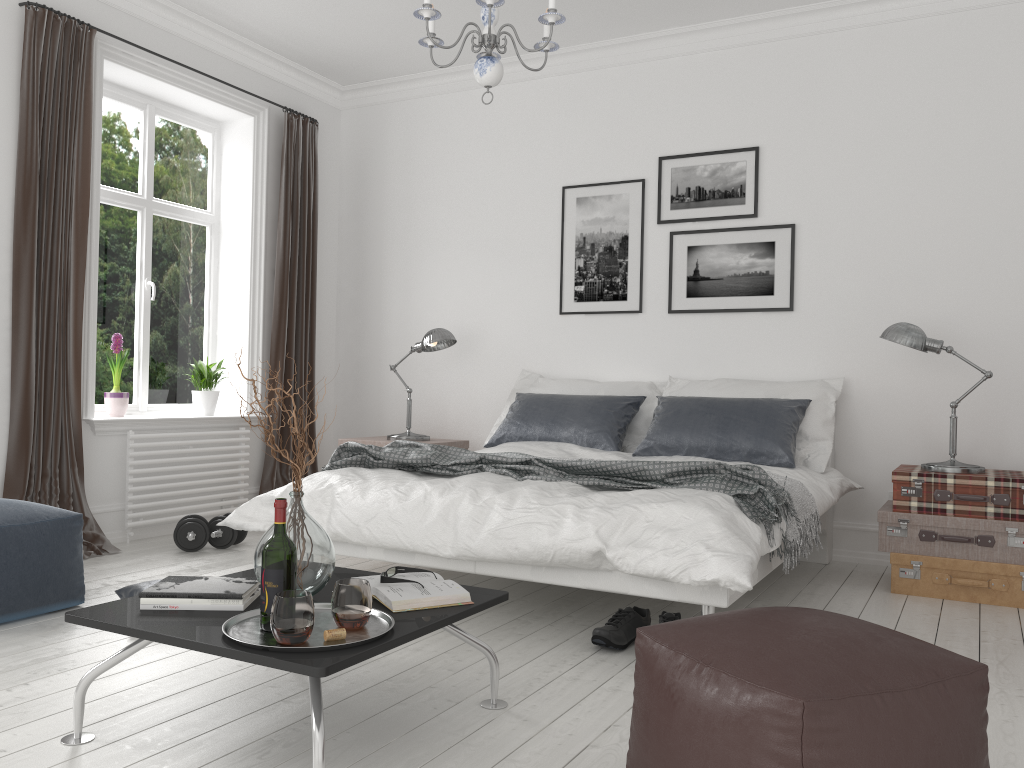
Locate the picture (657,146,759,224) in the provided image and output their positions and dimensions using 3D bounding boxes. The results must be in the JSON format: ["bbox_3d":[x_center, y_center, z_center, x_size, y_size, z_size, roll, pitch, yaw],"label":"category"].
[{"bbox_3d":[1.138,-1.153,5.180,0.592,0.403,0.015,1,0,28],"label":"picture"}]

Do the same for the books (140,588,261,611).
[{"bbox_3d":[-0.807,0.561,2.319,0.259,0.014,0.191,1,0,-3],"label":"books"}]

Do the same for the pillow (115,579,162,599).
[{"bbox_3d":[-1.259,0.808,3.333,0.391,0.121,0.381,2,0,-32],"label":"pillow"}]

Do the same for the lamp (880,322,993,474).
[{"bbox_3d":[1.984,0.056,4.173,0.488,0.699,0.269,1,0,28],"label":"lamp"}]

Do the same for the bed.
[{"bbox_3d":[0.341,0.457,4.179,2.217,0.926,2.473,1,0,28],"label":"bed"}]

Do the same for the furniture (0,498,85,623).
[{"bbox_3d":[-2.013,0.648,3.355,0.646,0.423,0.646,1,0,29],"label":"furniture"}]

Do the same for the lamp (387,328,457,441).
[{"bbox_3d":[-0.565,0.003,5.530,0.488,0.699,0.269,1,0,28],"label":"lamp"}]

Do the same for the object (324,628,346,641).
[{"bbox_3d":[-0.398,0.563,1.992,0.046,0.024,0.024,2,0,-32],"label":"object"}]

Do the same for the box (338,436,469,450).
[{"bbox_3d":[-0.686,0.443,5.587,0.647,0.185,0.537,1,0,28],"label":"box"}]

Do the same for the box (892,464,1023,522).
[{"bbox_3d":[2.127,0.500,4.101,0.647,0.185,0.537,1,0,28],"label":"box"}]

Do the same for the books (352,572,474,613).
[{"bbox_3d":[-0.285,0.561,2.445,0.231,0.040,0.342,2,0,-30],"label":"books"}]

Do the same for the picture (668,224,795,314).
[{"bbox_3d":[1.254,-0.655,5.109,0.720,0.486,0.015,1,0,28],"label":"picture"}]

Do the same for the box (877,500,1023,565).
[{"bbox_3d":[2.071,0.683,4.123,0.647,0.185,0.537,1,0,28],"label":"box"}]

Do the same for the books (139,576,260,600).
[{"bbox_3d":[-0.809,0.533,2.327,0.257,0.012,0.207,1,0,-1],"label":"books"}]

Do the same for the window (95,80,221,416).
[{"bbox_3d":[-2.203,-0.764,5.380,0.120,1.956,1.112,1,0,28],"label":"window"}]

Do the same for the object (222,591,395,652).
[{"bbox_3d":[-0.500,0.592,2.192,0.395,0.063,0.622,1,0,-13],"label":"object"}]

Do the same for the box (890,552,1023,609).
[{"bbox_3d":[2.117,0.868,4.095,0.647,0.185,0.537,1,0,28],"label":"box"}]

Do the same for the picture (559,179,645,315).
[{"bbox_3d":[0.552,-0.838,5.484,0.545,0.810,0.015,1,0,28],"label":"picture"}]

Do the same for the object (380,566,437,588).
[{"bbox_3d":[-0.288,0.531,2.443,0.135,0.030,0.141,1,0,13],"label":"object"}]

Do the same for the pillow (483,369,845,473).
[{"bbox_3d":[0.805,0.180,5.004,1.965,0.529,0.465,1,0,27],"label":"pillow"}]

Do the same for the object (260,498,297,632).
[{"bbox_3d":[-0.546,0.420,2.079,0.081,0.303,0.081,1,0,45],"label":"object"}]

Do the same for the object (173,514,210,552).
[{"bbox_3d":[-1.690,0.787,4.687,0.179,0.179,0.326,1,0,-17],"label":"object"}]

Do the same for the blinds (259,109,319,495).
[{"bbox_3d":[-1.363,-0.459,5.892,0.327,2.680,0.779,1,0,23],"label":"blinds"}]

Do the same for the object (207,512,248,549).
[{"bbox_3d":[-1.540,0.792,4.793,0.179,0.179,0.326,1,0,8],"label":"object"}]

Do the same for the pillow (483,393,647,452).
[{"bbox_3d":[0.300,0.220,5.035,0.837,0.329,0.405,1,0,28],"label":"pillow"}]

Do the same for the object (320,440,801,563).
[{"bbox_3d":[0.047,0.457,3.605,2.154,0.377,0.536,1,0,30],"label":"object"}]

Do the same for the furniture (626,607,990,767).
[{"bbox_3d":[0.608,0.701,1.868,0.646,0.423,0.646,2,0,-28],"label":"furniture"}]

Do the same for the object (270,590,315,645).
[{"bbox_3d":[-0.488,0.520,1.973,0.095,0.106,0.095,1,0,39],"label":"object"}]

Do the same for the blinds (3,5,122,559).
[{"bbox_3d":[-2.206,-0.487,4.372,0.294,2.681,0.582,1,0,35],"label":"blinds"}]

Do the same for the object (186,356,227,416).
[{"bbox_3d":[-1.916,0.011,5.547,0.284,0.369,0.215,1,0,6],"label":"object"}]

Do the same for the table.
[{"bbox_3d":[-0.556,0.730,2.338,0.833,0.313,0.824,1,0,28],"label":"table"}]

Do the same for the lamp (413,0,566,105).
[{"bbox_3d":[-0.074,-1.564,3.185,0.594,1.123,0.528,1,0,28],"label":"lamp"}]

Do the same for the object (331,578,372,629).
[{"bbox_3d":[-0.381,0.523,2.108,0.095,0.106,0.095,1,0,39],"label":"object"}]

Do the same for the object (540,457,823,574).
[{"bbox_3d":[0.201,0.567,3.942,2.236,0.500,0.521,1,0,31],"label":"object"}]

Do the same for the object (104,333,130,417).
[{"bbox_3d":[-2.236,-0.051,5.024,0.129,0.476,0.129,1,0,-12],"label":"object"}]

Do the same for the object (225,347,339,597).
[{"bbox_3d":[-0.614,0.239,2.372,0.291,0.666,0.313,1,0,-9],"label":"object"}]

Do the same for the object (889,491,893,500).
[{"bbox_3d":[2.024,0.638,4.679,0.070,0.140,0.009,1,0,28],"label":"object"}]

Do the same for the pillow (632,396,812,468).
[{"bbox_3d":[1.085,0.236,4.607,0.842,0.339,0.405,1,0,28],"label":"pillow"}]

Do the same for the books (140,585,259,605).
[{"bbox_3d":[-0.811,0.546,2.320,0.254,0.014,0.191,1,0,-5],"label":"books"}]

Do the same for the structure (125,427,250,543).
[{"bbox_3d":[-1.906,0.594,5.200,0.114,0.670,0.887,1,0,28],"label":"structure"}]

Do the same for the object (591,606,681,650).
[{"bbox_3d":[0.459,0.851,3.065,0.322,0.127,0.300,1,0,28],"label":"object"}]
